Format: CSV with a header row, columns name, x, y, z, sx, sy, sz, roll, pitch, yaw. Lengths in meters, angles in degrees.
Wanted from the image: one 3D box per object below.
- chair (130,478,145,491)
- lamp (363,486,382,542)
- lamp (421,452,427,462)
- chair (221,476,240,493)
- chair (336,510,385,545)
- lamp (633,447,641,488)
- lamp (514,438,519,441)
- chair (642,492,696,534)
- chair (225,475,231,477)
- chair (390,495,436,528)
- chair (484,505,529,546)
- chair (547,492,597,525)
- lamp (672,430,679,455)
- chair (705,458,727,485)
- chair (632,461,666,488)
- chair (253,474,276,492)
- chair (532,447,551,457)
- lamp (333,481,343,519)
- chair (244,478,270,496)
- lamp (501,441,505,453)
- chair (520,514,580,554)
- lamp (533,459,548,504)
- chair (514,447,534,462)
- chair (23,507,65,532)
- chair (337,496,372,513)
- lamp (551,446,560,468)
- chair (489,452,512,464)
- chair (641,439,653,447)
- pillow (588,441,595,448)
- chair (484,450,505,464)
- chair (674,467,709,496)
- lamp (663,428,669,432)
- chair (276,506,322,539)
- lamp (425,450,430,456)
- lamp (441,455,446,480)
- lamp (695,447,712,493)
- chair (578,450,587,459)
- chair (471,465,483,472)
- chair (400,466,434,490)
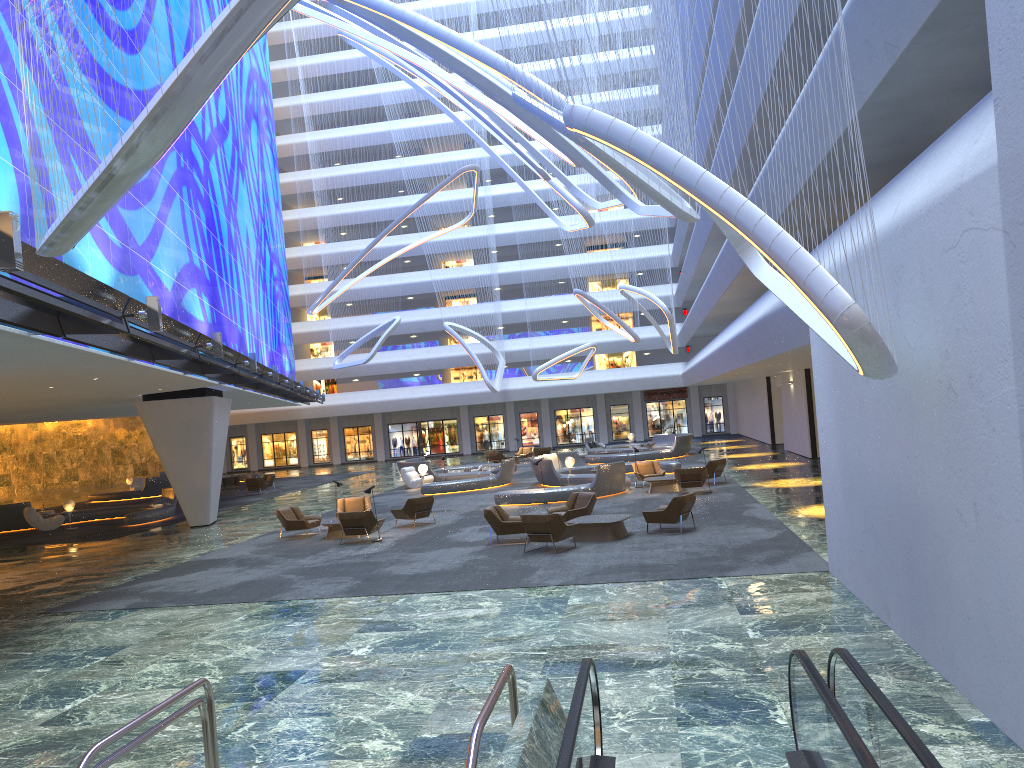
name,x,y,z,sx,sy,sz,roll,pitch,yaw
chair,-19.938,5.463,47.288,0.728,0.882,1.159,-4,-1,-37
lamp,-3.217,2.995,20.460,0.384,1.300,0.201,-5,0,26
lamp,-3.860,3.644,39.127,0.384,1.300,0.202,-5,0,2
chair,-13.283,4.787,41.757,0.928,0.766,0.940,-4,-1,-18
chair,-3.521,3.294,20.567,0.930,0.766,0.938,-5,-1,15
lamp,3.960,2.636,28.059,0.202,1.300,0.383,-5,0,25
lamp,0.293,3.581,48.064,0.383,1.300,0.202,-5,0,-30
chair,3.263,2.651,18.226,0.940,0.766,0.928,-5,-1,33
chair,-16.179,5.428,50.086,0.587,0.501,0.490,-5,-1,25
chair,-2.515,3.284,22.893,0.940,0.766,0.928,-6,-1,42
chair,-0.057,2.941,18.591,0.939,0.766,0.929,-5,-1,10
chair,1.383,2.863,19.922,0.937,0.766,0.931,-4,-1,-30
lamp,7.443,2.734,40.260,0.201,1.300,0.384,-5,0,-32
chair,6.069,2.705,27.285,0.940,0.766,0.928,-6,-1,42
chair,4.354,2.879,28.234,0.929,0.766,0.939,-5,-1,-8
chair,-11.598,4.636,41.454,0.937,0.766,0.931,-4,-1,-43
chair,1.576,3.685,46.226,0.929,0.766,0.939,-5,-1,-13
lamp,-4.623,3.215,23.668,0.202,1.300,0.383,-5,0,25
chair,-11.389,4.556,39.500,0.929,0.766,0.939,-5,-1,7
lamp,-0.398,3.530,44.630,0.201,1.300,0.384,-5,0,-29
chair,0.704,2.828,17.052,0.931,0.766,0.937,-6,-1,35
lamp,0.814,2.822,25.615,0.384,1.300,0.201,-5,0,26
chair,0.719,3.813,47.992,0.930,0.766,0.938,-5,-1,27
chair,-15.993,4.591,30.306,1.155,0.882,0.730,-4,-1,-37
chair,-4.229,3.458,23.842,0.929,0.766,0.939,-5,-1,-8
lamp,1.699,3.009,33.817,0.384,1.300,0.201,-5,0,26
chair,-0.582,3.824,44.906,0.937,0.766,0.931,-4,-1,-40
chair,7.268,3.190,45.650,0.940,0.766,0.928,-6,-1,42
pillow,4.340,3.290,48.009,0.295,0.369,0.768,-5,-1,21
chair,-0.968,3.945,47.704,0.928,0.766,0.940,-4,-1,-38
chair,5.062,2.715,24.958,0.930,0.766,0.938,-5,-1,15
lamp,7.760,2.836,44.306,0.384,1.300,0.202,-5,0,8
chair,-5.443,3.521,22.631,0.939,0.766,0.929,-5,-1,17
lamp,-3.944,3.728,41.539,0.201,1.300,0.384,-5,0,-38
lamp,-2.566,3.367,33.827,0.202,1.300,0.384,-5,0,-16
lamp,5.366,2.416,24.852,0.384,1.300,0.201,-5,0,26
chair,3.529,3.613,44.936,0.587,0.501,0.490,-6,-1,43
chair,-2.038,3.892,39.074,1.782,0.501,0.586,-4,-1,-28
chair,-3.757,3.724,35.241,1.158,0.882,0.728,-5,-1,28
